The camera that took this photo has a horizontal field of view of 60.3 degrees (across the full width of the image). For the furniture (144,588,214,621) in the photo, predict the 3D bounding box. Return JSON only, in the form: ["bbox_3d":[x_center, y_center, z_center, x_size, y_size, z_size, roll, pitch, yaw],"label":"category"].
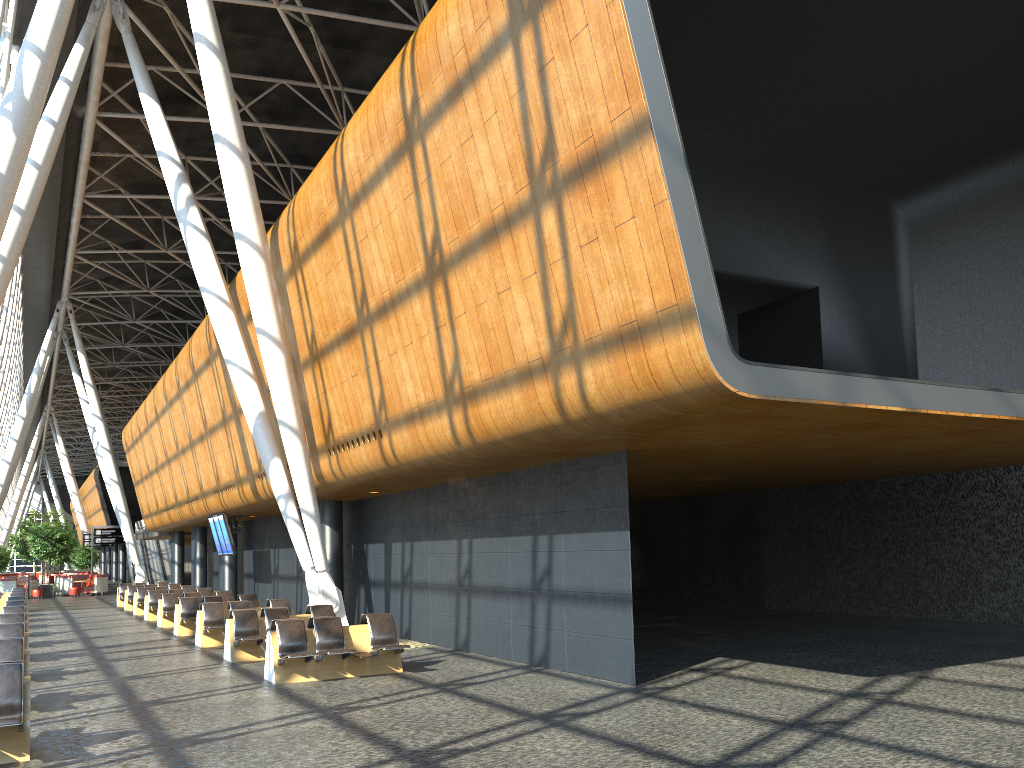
[{"bbox_3d":[-9.845,6.512,26.124,1.900,0.860,1.678,4,-11,-29],"label":"furniture"}]

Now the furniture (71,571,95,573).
[{"bbox_3d":[-34.549,15.549,70.970,1.900,0.860,1.678,4,-11,-29],"label":"furniture"}]

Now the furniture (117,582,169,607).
[{"bbox_3d":[-14.173,8.095,33.981,1.900,0.860,1.678,4,-11,-29],"label":"furniture"}]

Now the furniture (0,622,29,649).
[{"bbox_3d":[-8.846,3.993,12.761,3.257,0.860,1.678,4,-11,-29],"label":"furniture"}]

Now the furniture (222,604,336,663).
[{"bbox_3d":[-4.075,4.401,15.648,1.900,0.860,1.678,4,-11,-29],"label":"furniture"}]

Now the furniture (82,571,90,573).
[{"bbox_3d":[-29.363,13.345,60.311,0.890,0.997,2.858,3,-11,-31],"label":"furniture"}]

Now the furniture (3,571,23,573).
[{"bbox_3d":[-49.419,18.835,86.417,3.257,0.860,1.678,4,-11,-29],"label":"furniture"}]

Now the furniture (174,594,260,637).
[{"bbox_3d":[-6.960,5.456,20.886,1.900,0.860,1.678,4,-11,-29],"label":"furniture"}]

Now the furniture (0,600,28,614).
[{"bbox_3d":[-13.174,5.576,20.618,3.257,0.860,1.678,4,-11,-29],"label":"furniture"}]

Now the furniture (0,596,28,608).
[{"bbox_3d":[-14.617,6.104,23.237,3.257,0.860,1.678,4,-11,-29],"label":"furniture"}]

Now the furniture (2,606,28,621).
[{"bbox_3d":[-11.732,5.048,17.999,3.257,0.860,1.678,4,-11,-29],"label":"furniture"}]

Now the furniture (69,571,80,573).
[{"bbox_3d":[-35.991,16.076,73.589,1.900,0.860,1.678,4,-11,-29],"label":"furniture"}]

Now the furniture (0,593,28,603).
[{"bbox_3d":[-16.060,6.632,25.856,3.257,0.860,1.678,4,-11,-29],"label":"furniture"}]

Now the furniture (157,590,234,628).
[{"bbox_3d":[-8.403,5.984,23.505,1.900,0.860,1.678,4,-11,-29],"label":"furniture"}]

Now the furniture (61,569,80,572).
[{"bbox_3d":[-44.648,19.243,89.304,1.900,0.860,1.678,4,-11,-29],"label":"furniture"}]

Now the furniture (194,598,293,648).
[{"bbox_3d":[-5.517,4.929,18.267,1.900,0.860,1.678,4,-11,-29],"label":"furniture"}]

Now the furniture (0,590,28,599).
[{"bbox_3d":[-17.502,7.159,28.475,3.257,0.860,1.678,4,-11,-29],"label":"furniture"}]

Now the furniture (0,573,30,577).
[{"bbox_3d":[-33.665,13.350,59.712,0.889,0.996,2.861,-3,-10,13],"label":"furniture"}]

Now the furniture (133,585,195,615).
[{"bbox_3d":[-11.288,7.040,28.743,1.900,0.860,1.678,4,-11,-29],"label":"furniture"}]

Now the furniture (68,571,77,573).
[{"bbox_3d":[-37.434,16.604,76.208,1.900,0.860,1.678,4,-11,-29],"label":"furniture"}]

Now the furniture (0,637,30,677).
[{"bbox_3d":[-7.404,3.465,10.142,3.257,0.860,1.678,4,-11,-29],"label":"furniture"}]

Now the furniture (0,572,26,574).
[{"bbox_3d":[-43.649,16.724,75.940,3.257,0.860,1.678,4,-11,-29],"label":"furniture"}]

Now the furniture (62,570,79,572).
[{"bbox_3d":[-43.205,18.715,86.685,1.900,0.860,1.678,4,-11,-29],"label":"furniture"}]

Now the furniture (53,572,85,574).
[{"bbox_3d":[-28.913,12.789,57.397,0.889,0.996,2.861,-3,-10,13],"label":"furniture"}]

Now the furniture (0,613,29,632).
[{"bbox_3d":[-10.289,4.521,15.380,3.257,0.860,1.678,4,-11,-29],"label":"furniture"}]

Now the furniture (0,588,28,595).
[{"bbox_3d":[-18.945,7.687,31.094,3.257,0.860,1.678,4,-11,-29],"label":"furniture"}]

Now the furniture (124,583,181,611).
[{"bbox_3d":[-12.731,7.567,31.362,1.900,0.860,1.678,4,-11,-29],"label":"furniture"}]

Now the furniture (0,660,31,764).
[{"bbox_3d":[-5.961,2.937,7.523,3.257,0.860,1.678,4,-11,-29],"label":"furniture"}]

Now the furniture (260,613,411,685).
[{"bbox_3d":[-2.632,3.873,13.029,1.900,0.860,1.678,4,-11,-29],"label":"furniture"}]

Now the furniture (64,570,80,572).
[{"bbox_3d":[-41.762,18.188,84.066,1.900,0.860,1.678,4,-11,-29],"label":"furniture"}]

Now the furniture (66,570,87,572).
[{"bbox_3d":[-38.877,17.132,78.827,1.900,0.860,1.678,4,-11,-29],"label":"furniture"}]

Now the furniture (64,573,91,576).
[{"bbox_3d":[-26.837,12.159,54.323,2.838,0.999,0.896,-7,-9,28],"label":"furniture"}]

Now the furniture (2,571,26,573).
[{"bbox_3d":[-47.977,18.307,83.798,3.257,0.860,1.678,4,-11,-29],"label":"furniture"}]
